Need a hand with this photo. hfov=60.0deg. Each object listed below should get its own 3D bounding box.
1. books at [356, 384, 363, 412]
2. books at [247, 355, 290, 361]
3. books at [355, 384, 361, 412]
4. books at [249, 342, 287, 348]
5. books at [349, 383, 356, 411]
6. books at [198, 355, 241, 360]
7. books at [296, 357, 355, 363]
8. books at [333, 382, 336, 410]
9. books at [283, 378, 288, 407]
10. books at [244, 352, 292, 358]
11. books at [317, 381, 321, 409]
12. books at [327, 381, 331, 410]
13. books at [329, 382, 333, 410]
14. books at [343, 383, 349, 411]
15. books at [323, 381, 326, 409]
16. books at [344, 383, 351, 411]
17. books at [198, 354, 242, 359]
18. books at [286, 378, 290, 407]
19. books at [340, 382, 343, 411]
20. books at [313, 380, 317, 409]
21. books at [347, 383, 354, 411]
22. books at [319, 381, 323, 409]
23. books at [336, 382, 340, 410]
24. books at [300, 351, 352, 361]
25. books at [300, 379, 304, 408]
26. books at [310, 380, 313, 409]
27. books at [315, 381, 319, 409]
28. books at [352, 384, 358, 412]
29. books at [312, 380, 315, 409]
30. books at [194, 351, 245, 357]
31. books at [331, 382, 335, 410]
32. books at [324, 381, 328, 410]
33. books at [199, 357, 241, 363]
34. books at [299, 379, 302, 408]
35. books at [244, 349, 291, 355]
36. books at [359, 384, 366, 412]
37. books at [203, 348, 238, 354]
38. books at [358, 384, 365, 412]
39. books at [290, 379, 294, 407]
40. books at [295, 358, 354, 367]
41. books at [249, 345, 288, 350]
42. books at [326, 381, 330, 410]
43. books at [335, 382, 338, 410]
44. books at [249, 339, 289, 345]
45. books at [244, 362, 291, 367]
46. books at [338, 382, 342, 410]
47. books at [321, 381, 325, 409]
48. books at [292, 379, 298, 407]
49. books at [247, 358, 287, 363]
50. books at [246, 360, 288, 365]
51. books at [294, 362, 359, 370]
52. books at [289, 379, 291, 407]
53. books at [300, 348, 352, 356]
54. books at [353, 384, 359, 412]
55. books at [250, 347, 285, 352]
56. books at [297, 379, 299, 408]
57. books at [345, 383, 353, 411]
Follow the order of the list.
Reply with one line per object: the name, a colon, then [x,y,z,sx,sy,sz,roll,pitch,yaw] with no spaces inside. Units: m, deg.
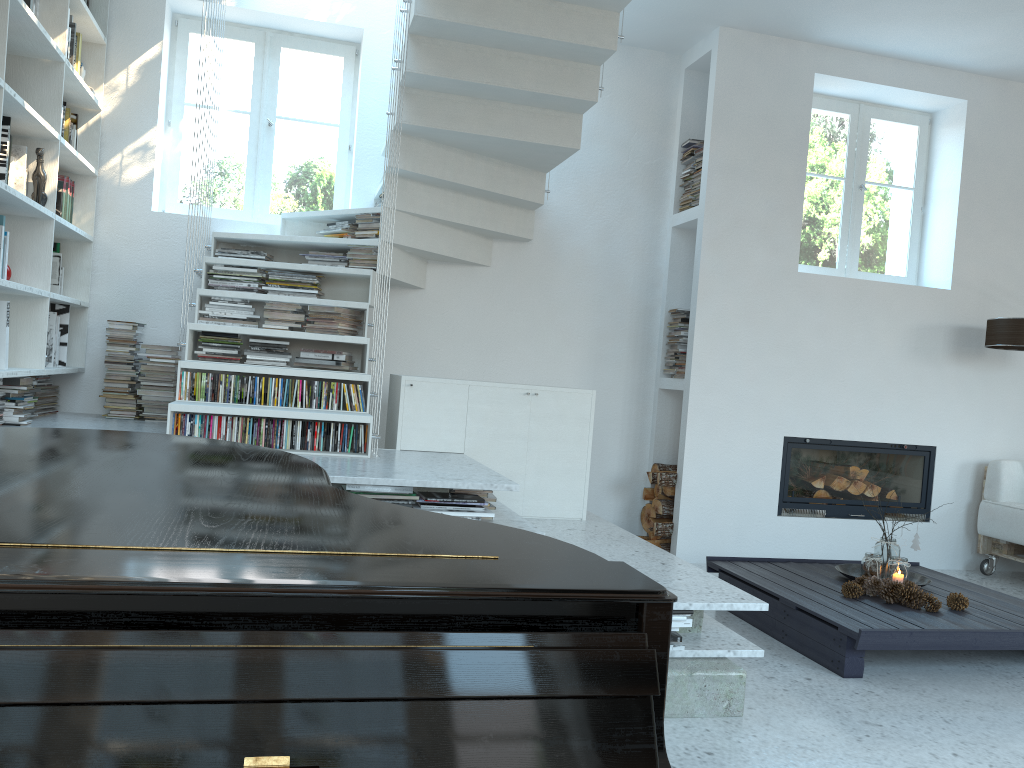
books: [-0.707,0.064,4.097,0.034,0.123,0.125,4,1,-14]
books: [-1.202,-0.127,4.366,0.207,0.016,0.175,4,1,-19]
books: [-0.715,0.063,4.095,0.035,0.123,0.125,4,1,-14]
books: [-1.203,-0.192,4.388,0.178,0.017,0.133,4,1,-10]
books: [-0.737,0.061,4.089,0.034,0.123,0.125,4,1,-14]
books: [-1.419,-0.128,4.310,0.195,0.007,0.188,4,1,-17]
books: [-0.913,-0.118,4.361,0.254,0.007,0.161,5,1,6]
books: [-0.817,0.054,4.069,0.008,0.125,0.125,4,1,-14]
books: [-1.025,0.038,4.017,0.013,0.125,0.125,4,1,-14]
books: [-1.201,-0.142,4.365,0.225,0.014,0.184,4,1,-17]
books: [-0.882,0.049,4.053,0.009,0.125,0.125,4,1,-14]
books: [-0.840,0.052,4.063,0.010,0.125,0.125,4,1,-14]
books: [-0.833,0.053,4.065,0.010,0.125,0.125,4,1,-14]
books: [-0.768,0.059,4.082,0.034,0.123,0.125,4,1,-14]
books: [-0.860,0.051,4.058,0.008,0.125,0.125,4,1,-14]
books: [-0.760,0.060,4.084,0.035,0.123,0.125,4,1,-14]
books: [-1.420,-0.136,4.317,0.216,0.009,0.158,4,1,-21]
books: [-1.016,0.039,4.019,0.009,0.125,0.125,4,1,-14]
books: [-0.785,0.056,4.077,0.011,0.125,0.125,4,1,-14]
books: [-0.900,0.047,4.048,0.008,0.125,0.125,4,1,-14]
books: [-0.744,0.061,4.088,0.034,0.123,0.125,4,1,-14]
books: [-0.875,0.049,4.055,0.007,0.125,0.125,4,1,-14]
books: [-0.802,0.055,4.073,0.007,0.125,0.125,4,1,-14]
books: [-0.911,-0.136,4.368,0.222,0.028,0.141,5,1,5]
books: [-0.956,0.043,4.034,0.007,0.125,0.125,4,1,-14]
books: [-0.915,0.046,4.044,0.007,0.125,0.125,4,1,-14]
books: [-0.892,0.048,4.050,0.010,0.125,0.125,4,1,-14]
books: [-0.730,0.062,4.091,0.035,0.123,0.125,4,1,-14]
books: [-0.907,0.047,4.046,0.008,0.125,0.125,4,1,-14]
books: [-1.419,-0.146,4.314,0.225,0.012,0.159,4,1,-6]
books: [-0.824,0.053,4.067,0.008,0.125,0.125,4,1,-14]
books: [-0.853,0.051,4.060,0.008,0.125,0.125,4,1,-14]
books: [-1.428,-0.118,4.343,0.188,0.014,0.130,4,1,-14]
books: [-0.964,0.043,4.032,0.009,0.125,0.125,4,1,-14]
books: [-1.203,-0.156,4.377,0.220,0.013,0.149,4,1,-9]
books: [-0.692,0.065,4.101,0.034,0.123,0.125,4,1,-14]
books: [-1.421,-0.160,4.327,0.166,0.015,0.145,4,1,-19]
books: [-0.700,0.064,4.099,0.036,0.123,0.125,4,1,-14]
books: [-0.997,0.040,4.024,0.009,0.125,0.125,4,1,-14]
books: [-0.916,-0.105,4.345,0.240,0.019,0.172,5,1,11]
books: [-1.206,-0.179,4.393,0.185,0.008,0.129,4,1,-15]
books: [-0.847,0.052,4.062,0.008,0.125,0.125,4,1,-14]
books: [-0.809,0.054,4.071,0.008,0.125,0.125,4,1,-14]
books: [-1.196,-0.207,4.363,0.194,0.014,0.177,4,1,-19]
books: [-1.203,-0.096,4.360,0.223,0.004,0.191,4,1,-18]
books: [-0.795,0.055,4.075,0.008,0.125,0.125,4,1,-14]
books: [-0.867,0.050,4.057,0.007,0.125,0.125,4,1,-14]
books: [-0.986,0.041,4.027,0.016,0.125,0.125,4,1,-14]
books: [-1.207,-0.116,4.382,0.188,0.008,0.147,4,1,-10]
books: [-1.208,-0.106,4.382,0.199,0.013,0.137,4,1,-7]
books: [-0.915,-0.087,4.366,0.288,0.017,0.136,5,1,9]
books: [-1.006,0.039,4.021,0.011,0.125,0.125,4,1,-14]
books: [-0.911,-0.157,4.356,0.212,0.014,0.168,5,1,6]
books: [-0.722,0.063,4.093,0.036,0.123,0.125,4,1,-14]
books: [-1.199,-0.168,4.363,0.155,0.012,0.189,4,1,-11]
books: [-0.972,0.042,4.030,0.013,0.125,0.125,4,1,-14]
books: [-0.752,0.060,4.086,0.036,0.123,0.125,4,1,-14]
